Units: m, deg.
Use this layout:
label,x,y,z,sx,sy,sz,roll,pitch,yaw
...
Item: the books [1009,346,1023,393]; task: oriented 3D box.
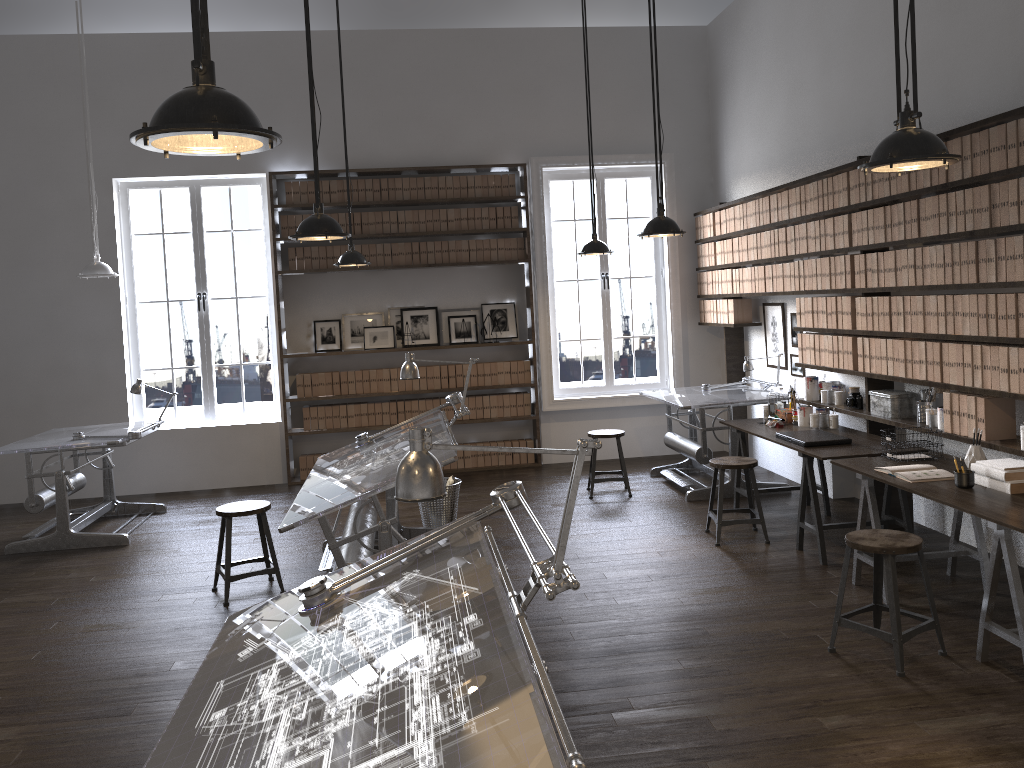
label,x,y,z,sx,sy,sz,roll,pitch,yaw
books,2.550,-0.072,4.355,0.174,0.225,0.067,-3,3,-7

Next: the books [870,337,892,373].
label,x,y,z,sx,sy,sz,roll,pitch,yaw
books,2.392,-0.186,5.672,0.174,0.225,0.067,-3,3,-7

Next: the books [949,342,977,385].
label,x,y,z,sx,sy,sz,roll,pitch,yaw
books,2.491,-0.114,4.841,0.174,0.225,0.067,-3,3,-7

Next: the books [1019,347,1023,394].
label,x,y,z,sx,sy,sz,roll,pitch,yaw
books,2.559,-0.067,4.292,0.174,0.225,0.067,-3,3,-7

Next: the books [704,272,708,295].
label,x,y,z,sx,sy,sz,roll,pitch,yaw
books,1.986,-0.992,8.694,0.174,0.225,0.067,-3,3,-7

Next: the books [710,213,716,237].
label,x,y,z,sx,sy,sz,roll,pitch,yaw
books,1.986,-1.522,8.446,0.174,0.225,0.067,-3,3,-7

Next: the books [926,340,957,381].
label,x,y,z,sx,sy,sz,roll,pitch,yaw
books,2.467,-0.133,5.054,0.174,0.225,0.067,-3,3,-7

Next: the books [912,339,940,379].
label,x,y,z,sx,sy,sz,roll,pitch,yaw
books,2.450,-0.145,5.195,0.174,0.225,0.067,-3,3,-7

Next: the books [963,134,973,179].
label,x,y,z,sx,sy,sz,roll,pitch,yaw
books,2.455,-1.188,4.623,0.174,0.225,0.067,-3,3,-7

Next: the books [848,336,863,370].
label,x,y,z,sx,sy,sz,roll,pitch,yaw
books,2.353,-0.209,5.944,0.174,0.225,0.067,-3,3,-7

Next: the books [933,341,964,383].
label,x,y,z,sx,sy,sz,roll,pitch,yaw
books,2.471,-0.126,4.979,0.174,0.225,0.067,-3,3,-7

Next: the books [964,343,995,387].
label,x,y,z,sx,sy,sz,roll,pitch,yaw
books,2.503,-0.102,4.706,0.174,0.225,0.067,-3,3,-7

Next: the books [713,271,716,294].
label,x,y,z,sx,sy,sz,roll,pitch,yaw
books,2.017,-0.974,8.476,0.174,0.225,0.067,-3,3,-7

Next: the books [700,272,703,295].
label,x,y,z,sx,sy,sz,roll,pitch,yaw
books,1.973,-1.005,8.835,0.174,0.225,0.067,-3,3,-7

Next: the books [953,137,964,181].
label,x,y,z,sx,sy,sz,roll,pitch,yaw
books,2.443,-1.194,4.695,0.174,0.225,0.067,-3,3,-7

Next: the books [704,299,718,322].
label,x,y,z,sx,sy,sz,roll,pitch,yaw
books,1.998,-0.721,8.760,0.174,0.225,0.067,-3,3,-7

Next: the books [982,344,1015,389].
label,x,y,z,sx,sy,sz,roll,pitch,yaw
books,2.528,-0.091,4.566,0.174,0.225,0.067,-3,3,-7

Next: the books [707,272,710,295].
label,x,y,z,sx,sy,sz,roll,pitch,yaw
books,1.999,-0.987,8.624,0.174,0.225,0.067,-3,3,-7

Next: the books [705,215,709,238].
label,x,y,z,sx,sy,sz,roll,pitch,yaw
books,1.971,-1.534,8.588,0.174,0.225,0.067,-3,3,-7

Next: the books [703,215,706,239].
label,x,y,z,sx,sy,sz,roll,pitch,yaw
books,1.965,-1.540,8.658,0.174,0.225,0.067,-3,3,-7

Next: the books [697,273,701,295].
label,x,y,z,sx,sy,sz,roll,pitch,yaw
books,1.959,-1.010,8.901,0.174,0.225,0.067,-3,3,-7

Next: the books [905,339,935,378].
label,x,y,z,sx,sy,sz,roll,pitch,yaw
books,2.441,-0.151,5.265,0.174,0.225,0.067,-3,3,-7

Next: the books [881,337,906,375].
label,x,y,z,sx,sy,sz,roll,pitch,yaw
books,2.404,-0.173,5.532,0.174,0.225,0.067,-3,3,-7

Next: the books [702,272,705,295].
label,x,y,z,sx,sy,sz,roll,pitch,yaw
books,1.982,-0.999,8.765,0.174,0.225,0.067,-3,3,-7

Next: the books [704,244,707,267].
label,x,y,z,sx,sy,sz,roll,pitch,yaw
books,1.977,-1.264,8.668,0.174,0.225,0.067,-3,3,-7

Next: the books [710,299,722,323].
label,x,y,z,sx,sy,sz,roll,pitch,yaw
books,2.016,-0.704,8.560,0.174,0.225,0.067,-3,3,-7

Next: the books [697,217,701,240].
label,x,y,z,sx,sy,sz,roll,pitch,yaw
books,1.940,-1.552,8.798,0.174,0.225,0.067,-3,3,-7

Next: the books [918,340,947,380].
label,x,y,z,sx,sy,sz,roll,pitch,yaw
books,2.454,-0.138,5.124,0.174,0.225,0.067,-3,3,-7

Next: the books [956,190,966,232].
label,x,y,z,sx,sy,sz,roll,pitch,yaw
books,2.459,-0.917,4.699,0.174,0.225,0.067,-3,3,-7

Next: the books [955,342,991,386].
label,x,y,z,sx,sy,sz,roll,pitch,yaw
books,2.494,-0.108,4.778,0.174,0.225,0.067,-3,3,-7

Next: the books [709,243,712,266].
label,x,y,z,sx,sy,sz,roll,pitch,yaw
books,1.994,-1.252,8.535,0.174,0.225,0.067,-3,3,-7

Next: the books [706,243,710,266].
label,x,y,z,sx,sy,sz,roll,pitch,yaw
books,1.980,-1.258,8.601,0.174,0.225,0.067,-3,3,-7

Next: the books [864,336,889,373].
label,x,y,z,sx,sy,sz,roll,pitch,yaw
books,2.380,-0.191,5.741,0.174,0.225,0.067,-3,3,-7

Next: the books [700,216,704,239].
label,x,y,z,sx,sy,sz,roll,pitch,yaw
books,1.952,-1.546,8.726,0.174,0.225,0.067,-3,3,-7

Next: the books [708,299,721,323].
label,x,y,z,sx,sy,sz,roll,pitch,yaw
books,2.007,-0.710,8.631,0.174,0.225,0.067,-3,3,-7

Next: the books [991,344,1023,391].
label,x,y,z,sx,sy,sz,roll,pitch,yaw
books,2.534,-0.085,4.496,0.174,0.225,0.067,-3,3,-7

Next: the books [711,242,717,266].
label,x,y,z,sx,sy,sz,roll,pitch,yaw
books,2.003,-1.246,8.465,0.174,0.225,0.067,-3,3,-7

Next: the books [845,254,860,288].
label,x,y,z,sx,sy,sz,roll,pitch,yaw
books,2.330,-0.755,5.922,0.174,0.225,0.067,-3,3,-7

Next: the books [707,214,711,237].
label,x,y,z,sx,sy,sz,roll,pitch,yaw
books,1.976,-1.528,8.518,0.174,0.225,0.067,-3,3,-7

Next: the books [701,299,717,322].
label,x,y,z,sx,sy,sz,roll,pitch,yaw
books,1.984,-0.727,8.833,0.174,0.225,0.067,-3,3,-7

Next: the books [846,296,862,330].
label,x,y,z,sx,sy,sz,roll,pitch,yaw
books,2.338,-0.478,5.929,0.174,0.225,0.067,-3,3,-7

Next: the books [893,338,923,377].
label,x,y,z,sx,sy,sz,roll,pitch,yaw
books,2.424,-0.162,5.398,0.174,0.225,0.067,-3,3,-7

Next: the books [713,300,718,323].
label,x,y,z,sx,sy,sz,roll,pitch,yaw
books,2.028,-0.698,8.488,0.174,0.225,0.067,-3,3,-7

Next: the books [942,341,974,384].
label,x,y,z,sx,sy,sz,roll,pitch,yaw
books,2.486,-0.120,4.906,0.174,0.225,0.067,-3,3,-7

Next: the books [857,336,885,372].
label,x,y,z,sx,sy,sz,roll,pitch,yaw
books,2.368,-0.197,5.812,0.174,0.225,0.067,-3,3,-7

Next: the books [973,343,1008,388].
label,x,y,z,sx,sy,sz,roll,pitch,yaw
books,2.515,-0.096,4.635,0.174,0.225,0.067,-3,3,-7

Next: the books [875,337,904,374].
label,x,y,z,sx,sy,sz,roll,pitch,yaw
books,2.399,-0.180,5.602,0.174,0.225,0.067,-3,3,-7

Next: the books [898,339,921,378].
label,x,y,z,sx,sy,sz,roll,pitch,yaw
books,2.427,-0.156,5.332,0.174,0.225,0.067,-3,3,-7

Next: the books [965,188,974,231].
label,x,y,z,sx,sy,sz,roll,pitch,yaw
books,2.470,-0.911,4.627,0.174,0.225,0.067,-3,3,-7

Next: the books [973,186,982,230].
label,x,y,z,sx,sy,sz,roll,pitch,yaw
books,2.479,-0.906,4.565,0.174,0.225,0.067,-3,3,-7

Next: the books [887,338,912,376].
label,x,y,z,sx,sy,sz,roll,pitch,yaw
books,2.414,-0.167,5.461,0.174,0.225,0.067,-3,3,-7

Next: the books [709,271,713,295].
label,x,y,z,sx,sy,sz,roll,pitch,yaw
books,2.003,-0.980,8.549,0.174,0.225,0.067,-3,3,-7

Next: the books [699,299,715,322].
label,x,y,z,sx,sy,sz,roll,pitch,yaw
books,1.980,-0.734,8.908,0.174,0.225,0.067,-3,3,-7

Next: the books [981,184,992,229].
label,x,y,z,sx,sy,sz,roll,pitch,yaw
books,2.483,-0.900,4.498,0.174,0.225,0.067,-3,3,-7

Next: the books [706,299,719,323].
label,x,y,z,sx,sy,sz,roll,pitch,yaw
books,2.004,-0.716,8.695,0.174,0.225,0.067,-3,3,-7

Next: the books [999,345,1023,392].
label,x,y,z,sx,sy,sz,roll,pitch,yaw
books,2.539,-0.078,4.426,0.174,0.225,0.067,-3,3,-7
